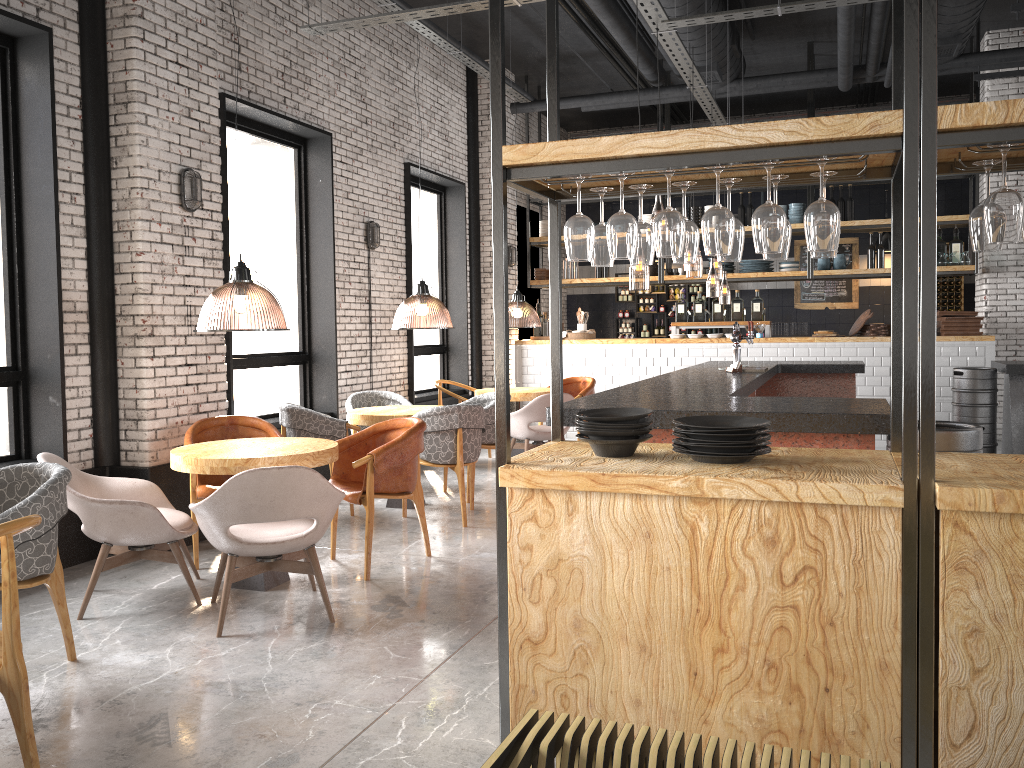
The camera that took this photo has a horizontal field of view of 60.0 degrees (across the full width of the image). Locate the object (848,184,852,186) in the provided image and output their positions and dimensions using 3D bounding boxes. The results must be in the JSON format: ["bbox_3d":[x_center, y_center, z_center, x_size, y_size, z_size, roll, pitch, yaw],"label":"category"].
[{"bbox_3d":[4.250,-2.490,11.145,0.046,0.031,0.046,0,3,13],"label":"object"}]

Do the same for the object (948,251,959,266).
[{"bbox_3d":[5.363,-1.518,10.777,0.118,0.180,0.118,-1,3,4],"label":"object"}]

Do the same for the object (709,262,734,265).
[{"bbox_3d":[2.803,-1.592,11.856,0.334,0.052,0.335,-3,4,-31],"label":"object"}]

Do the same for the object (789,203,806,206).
[{"bbox_3d":[3.690,-2.283,11.470,0.219,0.091,0.218,2,4,38],"label":"object"}]

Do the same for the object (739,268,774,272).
[{"bbox_3d":[3.225,-1.493,11.702,0.454,0.042,0.454,-1,4,-5],"label":"object"}]

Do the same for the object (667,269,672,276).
[{"bbox_3d":[2.108,-1.496,11.882,0.072,0.097,0.072,2,4,43],"label":"object"}]

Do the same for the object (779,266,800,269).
[{"bbox_3d":[3.613,-1.508,11.559,0.265,0.038,0.265,2,5,43],"label":"object"}]

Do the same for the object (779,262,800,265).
[{"bbox_3d":[3.613,-1.562,11.555,0.265,0.034,0.265,1,4,33],"label":"object"}]

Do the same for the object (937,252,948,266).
[{"bbox_3d":[5.244,-1.517,10.802,0.118,0.180,0.118,-1,3,-3],"label":"object"}]

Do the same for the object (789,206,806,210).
[{"bbox_3d":[3.695,-2.252,11.467,0.218,0.096,0.219,-1,3,4],"label":"object"}]

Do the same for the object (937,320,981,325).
[{"bbox_3d":[5.291,-0.729,10.516,0.405,0.044,0.636,1,4,21],"label":"object"}]

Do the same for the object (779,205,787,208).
[{"bbox_3d":[3.482,-2.296,11.567,0.210,0.074,0.210,1,4,25],"label":"object"}]

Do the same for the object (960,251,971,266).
[{"bbox_3d":[5.460,-1.513,10.685,0.118,0.180,0.118,2,4,44],"label":"object"}]

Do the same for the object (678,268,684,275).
[{"bbox_3d":[2.255,-1.495,11.827,0.072,0.097,0.072,-2,3,-30],"label":"object"}]

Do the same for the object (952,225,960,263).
[{"bbox_3d":[5.463,-1.711,10.908,0.140,0.550,0.097,0,3,24],"label":"object"}]

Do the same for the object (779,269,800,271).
[{"bbox_3d":[3.613,-1.480,11.558,0.263,0.038,0.263,2,4,35],"label":"object"}]

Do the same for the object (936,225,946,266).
[{"bbox_3d":[5.283,-1.710,10.964,0.157,0.553,0.106,0,3,24],"label":"object"}]

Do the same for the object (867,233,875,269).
[{"bbox_3d":[4.547,-1.677,11.220,0.098,0.471,0.098,0,2,9],"label":"object"}]

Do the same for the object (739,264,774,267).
[{"bbox_3d":[3.226,-1.565,11.697,0.454,0.065,0.453,-2,4,-17],"label":"object"}]

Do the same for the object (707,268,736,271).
[{"bbox_3d":[2.803,-1.510,11.861,0.373,0.067,0.372,-1,4,2],"label":"object"}]

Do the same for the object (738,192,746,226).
[{"bbox_3d":[3.027,-2.286,11.688,0.098,0.471,0.098,1,3,43],"label":"object"}]

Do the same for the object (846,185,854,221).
[{"bbox_3d":[4.253,-2.264,11.154,0.098,0.458,0.098,-1,2,-2],"label":"object"}]

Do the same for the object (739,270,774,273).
[{"bbox_3d":[3.227,-1.469,11.703,0.454,0.033,0.454,-1,4,3],"label":"object"}]

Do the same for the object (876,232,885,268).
[{"bbox_3d":[4.648,-1.676,11.183,0.098,0.471,0.098,0,3,28],"label":"object"}]

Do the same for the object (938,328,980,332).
[{"bbox_3d":[5.292,-0.640,10.520,0.405,0.044,0.636,1,4,23],"label":"object"}]

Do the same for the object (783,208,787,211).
[{"bbox_3d":[3.479,-2.252,11.569,0.210,0.076,0.210,-1,3,-5],"label":"object"}]

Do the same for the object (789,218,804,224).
[{"bbox_3d":[3.690,-2.090,11.474,0.218,0.085,0.219,-1,3,-11],"label":"object"}]

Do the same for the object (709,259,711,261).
[{"bbox_3d":[2.803,-1.648,11.853,0.334,0.048,0.335,0,4,7],"label":"object"}]

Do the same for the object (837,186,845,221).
[{"bbox_3d":[4.152,-2.265,11.192,0.098,0.458,0.098,-1,2,-2],"label":"object"}]

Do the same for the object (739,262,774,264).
[{"bbox_3d":[3.224,-1.587,11.697,0.454,0.048,0.454,-4,5,-43],"label":"object"}]

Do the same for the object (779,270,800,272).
[{"bbox_3d":[3.614,-1.467,11.560,0.263,0.026,0.263,-3,4,-34],"label":"object"}]

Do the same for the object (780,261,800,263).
[{"bbox_3d":[3.612,-1.573,11.555,0.265,0.037,0.265,0,4,15],"label":"object"}]

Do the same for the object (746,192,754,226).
[{"bbox_3d":[3.128,-2.285,11.650,0.098,0.471,0.098,1,3,43],"label":"object"}]

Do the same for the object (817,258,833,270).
[{"bbox_3d":[4.032,-1.560,11.397,0.198,0.230,0.166,1,3,27],"label":"object"}]

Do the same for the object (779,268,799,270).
[{"bbox_3d":[3.613,-1.490,11.559,0.263,0.037,0.263,-1,4,-6],"label":"object"}]

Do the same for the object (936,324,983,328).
[{"bbox_3d":[5.291,-0.684,10.518,0.405,0.044,0.636,0,4,17],"label":"object"}]

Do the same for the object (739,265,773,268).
[{"bbox_3d":[3.223,-1.541,11.699,0.453,0.062,0.454,-3,4,-25],"label":"object"}]

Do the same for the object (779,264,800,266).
[{"bbox_3d":[3.613,-1.544,11.556,0.263,0.029,0.263,-1,4,-3],"label":"object"}]

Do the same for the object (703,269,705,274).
[{"bbox_3d":[2.600,-1.515,12.074,0.072,0.097,0.072,0,3,21],"label":"object"}]

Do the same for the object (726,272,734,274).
[{"bbox_3d":[2.804,-1.474,11.860,0.335,0.033,0.335,-1,4,-11],"label":"object"}]

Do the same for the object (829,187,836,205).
[{"bbox_3d":[4.047,-2.266,11.231,0.098,0.458,0.098,1,3,43],"label":"object"}]

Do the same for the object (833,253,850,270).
[{"bbox_3d":[4.194,-1.558,11.324,0.166,0.230,0.199,-1,3,-9],"label":"object"}]

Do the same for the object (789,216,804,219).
[{"bbox_3d":[3.695,-2.123,11.472,0.218,0.092,0.219,-1,3,4],"label":"object"}]

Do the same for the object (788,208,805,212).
[{"bbox_3d":[3.686,-2.220,11.473,0.219,0.092,0.218,-3,4,-29],"label":"object"}]

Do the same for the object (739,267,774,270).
[{"bbox_3d":[3.227,-1.517,11.700,0.454,0.050,0.454,2,5,40],"label":"object"}]

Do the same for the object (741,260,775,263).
[{"bbox_3d":[3.226,-1.612,11.696,0.453,0.062,0.454,2,4,36],"label":"object"}]

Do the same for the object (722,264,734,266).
[{"bbox_3d":[2.801,-1.578,11.856,0.334,0.039,0.335,0,4,20],"label":"object"}]

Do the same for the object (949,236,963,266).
[{"bbox_3d":[5.466,-1.635,10.915,0.157,0.405,0.106,0,3,24],"label":"object"}]

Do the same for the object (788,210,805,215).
[{"bbox_3d":[3.686,-2.188,11.474,0.219,0.092,0.218,-3,4,-34],"label":"object"}]

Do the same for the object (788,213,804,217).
[{"bbox_3d":[3.685,-2.155,11.472,0.218,0.092,0.219,0,3,10],"label":"object"}]

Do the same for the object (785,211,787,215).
[{"bbox_3d":[3.478,-2.210,11.574,0.210,0.078,0.210,2,5,42],"label":"object"}]

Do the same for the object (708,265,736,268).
[{"bbox_3d":[2.805,-1.562,11.855,0.372,0.071,0.373,1,4,32],"label":"object"}]
